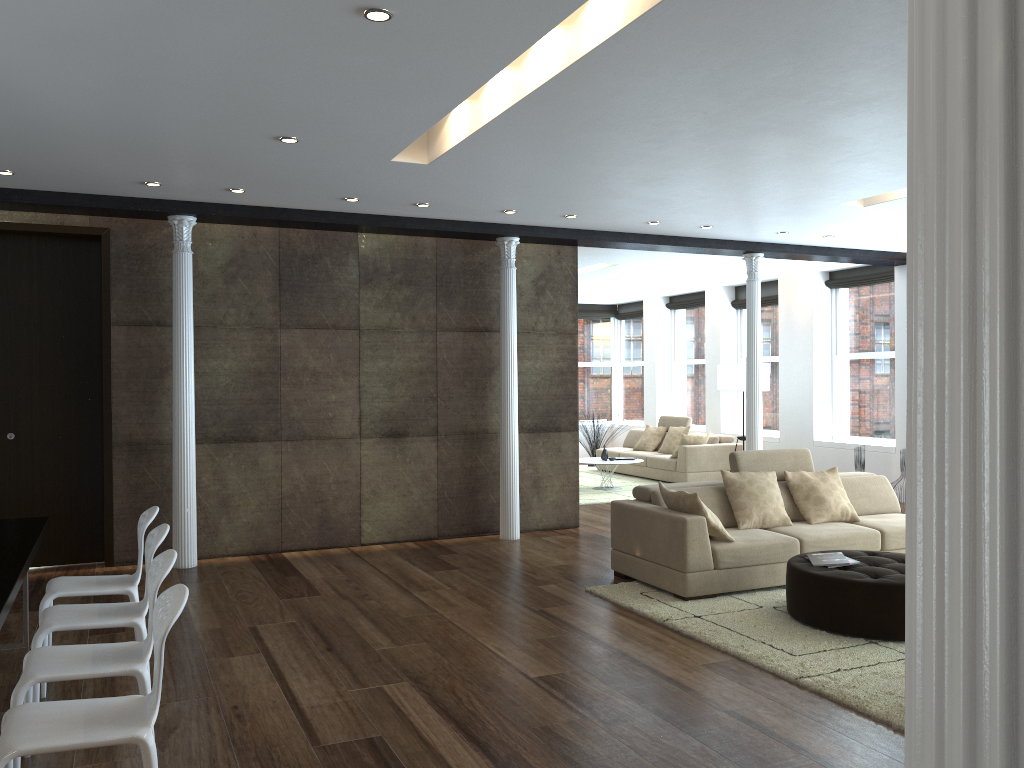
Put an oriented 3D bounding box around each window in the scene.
[{"bbox_3d":[3.888,-0.353,13.551,0.123,2.400,1.345,0,0,-24],"label":"window"},{"bbox_3d":[4.730,-0.350,11.662,0.123,2.400,1.391,0,0,-24],"label":"window"},{"bbox_3d":[5.545,0.192,24.982,34.761,17.917,13.698,0,0,-24],"label":"window"},{"bbox_3d":[1.412,-0.353,17.247,1.474,2.400,0.123,0,0,-24],"label":"window"},{"bbox_3d":[3.157,-0.355,15.190,0.123,2.400,1.444,0,0,-24],"label":"window"}]

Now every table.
[{"bbox_3d":[1.311,1.254,12.278,1.022,0.393,1.022,0,0,20],"label":"table"},{"bbox_3d":[-2.625,1.165,3.518,1.200,0.733,3.400,0,0,-24],"label":"table"}]

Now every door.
[{"bbox_3d":[-3.870,0.118,7.374,1.000,2.814,0.510,0,0,-24],"label":"door"}]

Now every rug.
[{"bbox_3d":[1.201,1.456,13.275,2.972,0.020,4.231,0,0,-24],"label":"rug"},{"bbox_3d":[3.070,1.477,5.947,4.231,0.020,2.972,0,0,-24],"label":"rug"}]

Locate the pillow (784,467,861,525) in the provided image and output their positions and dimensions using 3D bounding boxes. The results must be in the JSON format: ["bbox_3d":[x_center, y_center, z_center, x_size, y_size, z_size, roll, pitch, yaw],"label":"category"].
[{"bbox_3d":[2.476,0.891,7.122,0.519,0.416,0.368,0,0,-19],"label":"pillow"}]

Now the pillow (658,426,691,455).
[{"bbox_3d":[2.476,0.852,13.543,0.301,0.439,0.534,-1,0,-28],"label":"pillow"}]

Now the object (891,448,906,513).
[{"bbox_3d":[4.459,1.069,10.040,0.458,0.781,0.458,0,0,-25],"label":"object"}]

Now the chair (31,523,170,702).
[{"bbox_3d":[-1.931,1.106,4.206,0.581,0.835,0.495,0,0,-24],"label":"chair"}]

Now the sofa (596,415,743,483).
[{"bbox_3d":[2.362,0.981,13.770,1.018,0.950,2.581,0,0,-24],"label":"sofa"}]

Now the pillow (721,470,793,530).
[{"bbox_3d":[1.900,0.886,6.879,0.534,0.439,0.301,0,0,-20],"label":"pillow"}]

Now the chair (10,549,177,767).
[{"bbox_3d":[-1.639,1.107,3.529,0.581,0.835,0.495,0,0,-24],"label":"chair"}]

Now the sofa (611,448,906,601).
[{"bbox_3d":[2.139,1.013,6.970,2.581,0.950,1.021,0,0,-24],"label":"sofa"}]

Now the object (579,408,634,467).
[{"bbox_3d":[1.430,0.930,15.339,1.119,1.014,1.125,-1,0,-38],"label":"object"}]

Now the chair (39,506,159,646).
[{"bbox_3d":[-2.233,1.105,4.834,0.581,0.835,0.495,0,0,-24],"label":"chair"}]

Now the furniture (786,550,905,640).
[{"bbox_3d":[2.273,1.297,5.566,1.057,0.355,1.057,0,0,-22],"label":"furniture"}]

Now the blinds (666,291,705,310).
[{"bbox_3d":[3.094,-1.429,15.158,0.156,0.275,1.442,0,0,-24],"label":"blinds"}]

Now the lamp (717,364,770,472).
[{"bbox_3d":[3.169,0.591,12.137,0.698,1.728,0.698,0,0,0],"label":"lamp"}]

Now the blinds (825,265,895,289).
[{"bbox_3d":[4.666,-1.423,11.632,0.156,0.275,1.396,0,0,-24],"label":"blinds"}]

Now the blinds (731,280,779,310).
[{"bbox_3d":[3.824,-1.367,13.521,0.156,0.393,1.342,0,0,-24],"label":"blinds"}]

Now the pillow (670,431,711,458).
[{"bbox_3d":[2.568,0.877,12.751,0.518,0.393,0.395,-1,0,-27],"label":"pillow"}]

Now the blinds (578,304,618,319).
[{"bbox_3d":[1.426,-1.409,17.157,1.442,0.312,0.155,0,0,-24],"label":"blinds"}]

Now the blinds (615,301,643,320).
[{"bbox_3d":[2.355,-1.405,16.817,0.156,0.327,1.377,0,0,-24],"label":"blinds"}]

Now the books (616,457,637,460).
[{"bbox_3d":[1.572,1.041,12.401,0.300,0.010,0.220,0,0,-9],"label":"books"}]

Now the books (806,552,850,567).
[{"bbox_3d":[2.006,1.113,5.637,0.220,0.040,0.301,0,0,11],"label":"books"}]

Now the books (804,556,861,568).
[{"bbox_3d":[2.032,1.120,5.633,0.219,0.031,0.300,0,0,-9],"label":"books"}]

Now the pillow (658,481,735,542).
[{"bbox_3d":[1.303,0.914,6.352,0.395,0.393,0.518,0,0,-21],"label":"pillow"}]

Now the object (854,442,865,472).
[{"bbox_3d":[4.071,1.070,10.378,0.458,0.781,0.458,0,0,-25],"label":"object"}]

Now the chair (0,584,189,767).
[{"bbox_3d":[-1.358,1.108,2.886,0.581,0.835,0.495,0,0,-24],"label":"chair"}]

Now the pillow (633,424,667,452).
[{"bbox_3d":[2.210,0.862,14.108,0.368,0.416,0.519,-1,0,-29],"label":"pillow"}]
